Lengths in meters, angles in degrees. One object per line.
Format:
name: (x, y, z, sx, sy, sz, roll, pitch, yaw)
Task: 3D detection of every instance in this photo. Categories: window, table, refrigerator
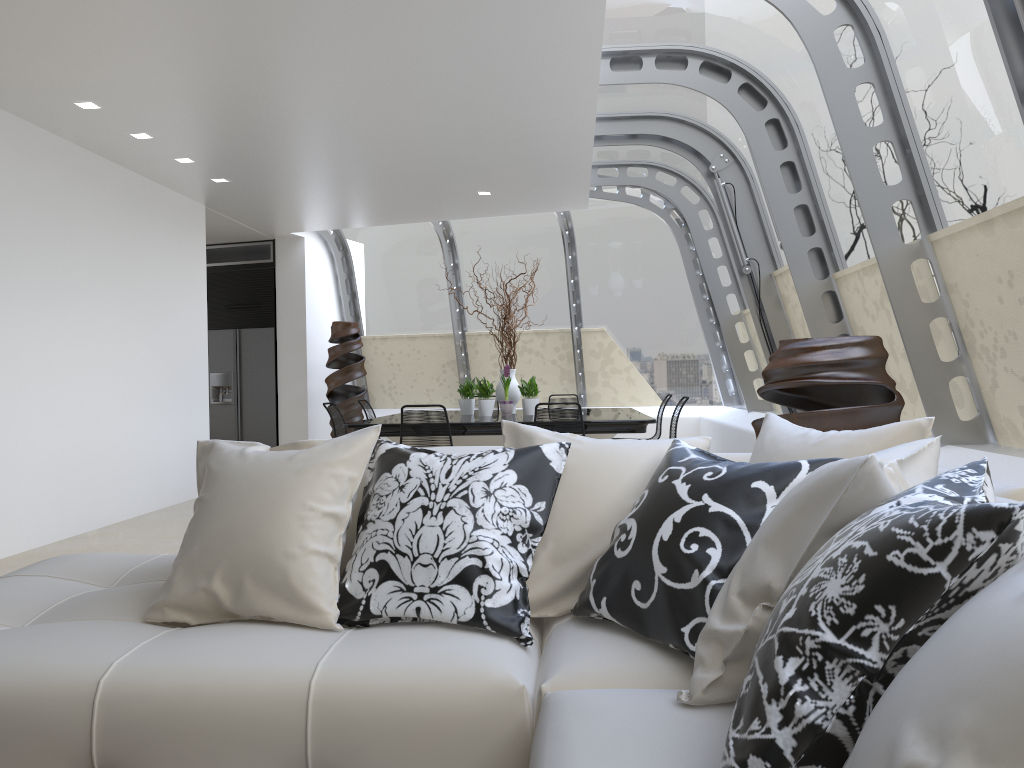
window: (-4.997, -0.289, 5.995, 16.693, 3.674, 16.171, -1, 0, 10)
table: (-0.011, 0.670, 8.438, 2.494, 0.759, 3.031, -1, 0, 4)
refrigerator: (-3.396, 0.174, 11.327, 1.006, 1.742, 0.234, -1, 0, 17)

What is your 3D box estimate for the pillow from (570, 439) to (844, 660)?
pillow: (0.432, 0.391, 2.062, 0.405, 0.483, 0.599, -1, 0, -27)

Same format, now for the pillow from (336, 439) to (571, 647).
pillow: (-0.184, 0.390, 2.300, 0.604, 0.471, 0.394, -1, 0, 20)

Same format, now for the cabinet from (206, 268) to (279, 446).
cabinet: (-3.879, -0.159, 11.792, 2.252, 2.558, 0.831, -1, 0, 18)

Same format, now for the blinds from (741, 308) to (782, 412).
blinds: (2.403, -0.213, 8.086, 0.329, 1.027, 1.430, -1, 0, 4)

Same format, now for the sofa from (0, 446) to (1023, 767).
sofa: (-0.236, 0.644, 1.121, 3.257, 0.866, 4.169, -1, 0, 4)

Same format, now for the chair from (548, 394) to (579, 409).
chair: (0.578, 0.378, 9.935, 0.446, 0.519, 0.688, -1, 0, 4)

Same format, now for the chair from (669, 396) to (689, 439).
chair: (1.193, 0.374, 7.767, 0.688, 0.519, 0.446, -1, 0, 4)

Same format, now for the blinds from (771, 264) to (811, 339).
blinds: (2.267, -0.300, 6.550, 0.387, 1.214, 1.376, -1, 0, 4)

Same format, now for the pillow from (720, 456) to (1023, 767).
pillow: (0.522, 0.361, 1.310, 0.382, 0.467, 0.608, -1, 0, 23)

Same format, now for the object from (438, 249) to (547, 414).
object: (-0.206, -0.481, 8.489, 1.031, 1.549, 1.135, -1, 0, -4)

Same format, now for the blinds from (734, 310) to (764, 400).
blinds: (2.692, 0.307, 9.793, 0.663, 2.118, 1.829, -1, 0, 4)

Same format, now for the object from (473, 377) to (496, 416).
object: (-0.251, 0.112, 8.179, 0.215, 0.369, 0.284, -1, 0, 37)

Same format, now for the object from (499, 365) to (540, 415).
object: (0.097, 0.055, 8.288, 0.417, 0.476, 0.238, -1, 0, 32)

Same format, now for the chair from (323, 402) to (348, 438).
chair: (-1.317, 0.419, 7.940, 0.688, 0.519, 0.446, -1, 0, 4)

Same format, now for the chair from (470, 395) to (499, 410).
chair: (-0.345, 0.395, 9.999, 0.446, 0.519, 0.688, -1, 0, 4)

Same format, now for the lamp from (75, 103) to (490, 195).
lamp: (-5.390, -1.742, 4.083, 9.775, 0.004, 9.928, -1, 0, 5)

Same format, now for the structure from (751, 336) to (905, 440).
structure: (1.317, 0.435, 3.686, 0.672, 1.258, 0.674, -1, 0, -19)

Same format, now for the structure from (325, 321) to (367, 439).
structure: (-1.988, 0.172, 10.635, 0.498, 1.843, 0.493, -1, 0, 15)

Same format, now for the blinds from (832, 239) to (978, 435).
blinds: (2.192, -0.200, 5.014, 0.329, 1.027, 1.430, -1, 0, 4)

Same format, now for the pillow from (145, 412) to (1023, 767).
pillow: (0.393, 0.351, 1.419, 1.656, 0.530, 3.322, -1, 0, -26)

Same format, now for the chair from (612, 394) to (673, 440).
chair: (1.280, 0.368, 9.040, 0.688, 0.519, 0.446, -1, 0, 4)

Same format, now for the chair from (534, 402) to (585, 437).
chair: (0.363, 0.392, 6.813, 0.446, 0.519, 0.688, -1, 0, 4)

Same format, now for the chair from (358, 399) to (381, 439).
chair: (-1.230, 0.413, 9.213, 0.688, 0.519, 0.446, -1, 0, 4)

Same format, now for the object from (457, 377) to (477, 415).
object: (-0.428, 0.114, 8.625, 0.215, 0.369, 0.284, -1, 0, 42)

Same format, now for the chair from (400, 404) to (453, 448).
chair: (-0.632, 0.410, 6.882, 0.446, 0.519, 0.688, -1, 0, 4)

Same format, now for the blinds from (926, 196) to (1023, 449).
blinds: (2.086, -0.194, 3.478, 0.329, 1.027, 1.430, -1, 0, 4)
